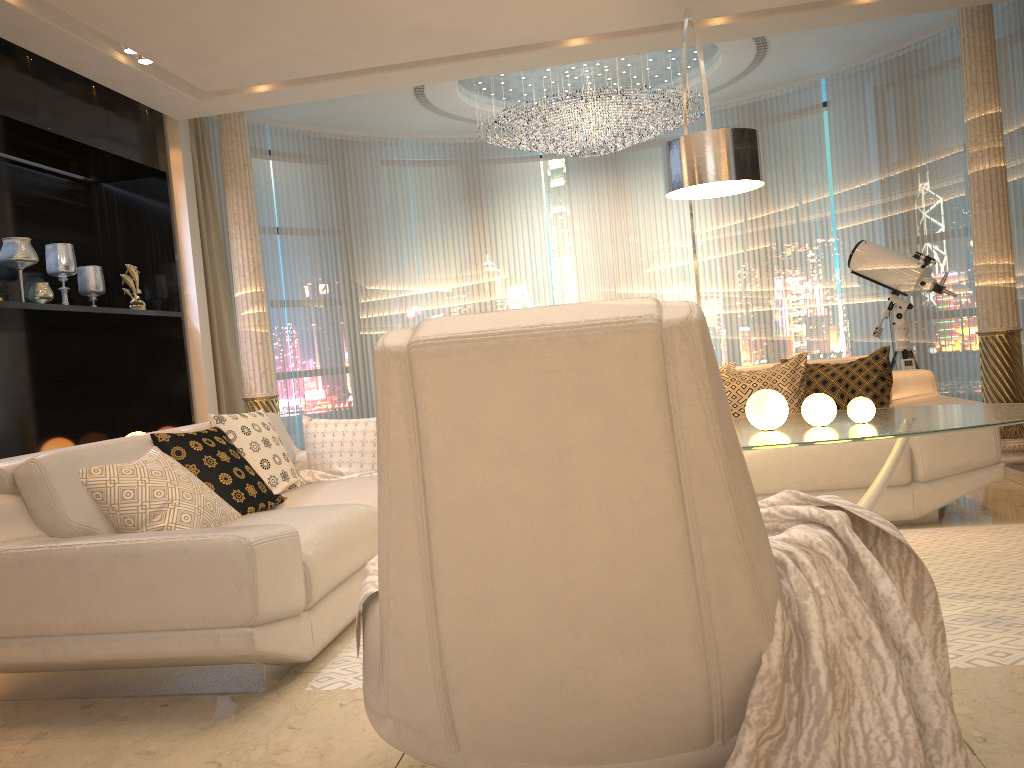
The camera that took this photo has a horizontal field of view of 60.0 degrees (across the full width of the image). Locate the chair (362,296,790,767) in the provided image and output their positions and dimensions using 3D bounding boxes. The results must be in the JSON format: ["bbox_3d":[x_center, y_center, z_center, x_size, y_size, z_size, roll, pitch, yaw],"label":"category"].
[{"bbox_3d":[0.137,0.365,1.659,1.027,0.991,0.983,-5,2,8],"label":"chair"}]

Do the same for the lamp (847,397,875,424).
[{"bbox_3d":[1.196,0.089,3.038,0.090,0.091,0.090,-6,2,-30],"label":"lamp"}]

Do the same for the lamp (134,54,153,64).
[{"bbox_3d":[-1.954,-1.768,4.713,0.107,0.127,0.107,-6,2,-10],"label":"lamp"}]

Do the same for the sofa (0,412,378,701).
[{"bbox_3d":[-1.060,0.533,3.572,1.145,0.754,2.328,-5,2,9],"label":"sofa"}]

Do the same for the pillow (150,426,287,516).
[{"bbox_3d":[-1.134,0.335,3.512,0.323,0.355,0.524,-5,2,10],"label":"pillow"}]

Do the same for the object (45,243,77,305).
[{"bbox_3d":[-2.647,-0.606,5.231,0.156,0.426,0.156,-5,2,14],"label":"object"}]

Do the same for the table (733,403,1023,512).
[{"bbox_3d":[0.868,0.444,3.197,2.140,0.565,0.999,-5,2,8],"label":"table"}]

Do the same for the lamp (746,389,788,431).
[{"bbox_3d":[0.887,0.090,3.087,0.143,0.143,0.143,-5,2,-6],"label":"lamp"}]

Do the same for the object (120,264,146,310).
[{"bbox_3d":[-2.346,-0.589,5.489,0.116,0.293,0.182,-5,2,6],"label":"object"}]

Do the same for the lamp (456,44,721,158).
[{"bbox_3d":[0.629,-2.183,7.112,2.109,0.685,2.109,-7,2,-36],"label":"lamp"}]

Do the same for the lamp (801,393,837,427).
[{"bbox_3d":[1.059,0.089,3.060,0.115,0.115,0.115,-4,2,35],"label":"lamp"}]

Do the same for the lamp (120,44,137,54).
[{"bbox_3d":[-1.970,-1.775,4.584,0.107,0.127,0.107,-6,2,-10],"label":"lamp"}]

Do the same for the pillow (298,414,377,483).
[{"bbox_3d":[-0.809,0.295,4.217,0.521,0.325,0.281,-5,2,19],"label":"pillow"}]

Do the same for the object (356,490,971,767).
[{"bbox_3d":[0.366,0.542,1.686,0.972,0.580,1.347,-7,3,-44],"label":"object"}]

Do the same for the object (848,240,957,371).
[{"bbox_3d":[2.519,-0.228,5.687,0.616,1.471,0.570,-5,2,15],"label":"object"}]

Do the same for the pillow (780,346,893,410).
[{"bbox_3d":[1.621,0.046,4.432,0.575,0.436,0.301,-4,2,40],"label":"pillow"}]

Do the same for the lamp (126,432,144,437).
[{"bbox_3d":[-2.397,0.412,5.687,0.212,0.214,0.213,-6,2,-30],"label":"lamp"}]

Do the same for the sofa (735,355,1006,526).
[{"bbox_3d":[1.067,0.304,4.545,2.328,0.754,1.145,-5,2,9],"label":"sofa"}]

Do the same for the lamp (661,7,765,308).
[{"bbox_3d":[0.970,-0.570,4.405,0.393,2.519,2.009,-5,2,9],"label":"lamp"}]

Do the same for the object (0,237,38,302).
[{"bbox_3d":[-2.622,-0.582,4.731,0.181,0.381,0.181,-5,2,3],"label":"object"}]

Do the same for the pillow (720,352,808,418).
[{"bbox_3d":[1.230,0.079,4.520,0.575,0.436,0.301,-5,2,15],"label":"pillow"}]

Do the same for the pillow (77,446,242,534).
[{"bbox_3d":[-1.191,0.390,3.060,0.351,0.329,0.521,-5,2,9],"label":"pillow"}]

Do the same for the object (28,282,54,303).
[{"bbox_3d":[-2.580,-0.476,4.862,0.119,0.154,0.119,-5,2,19],"label":"object"}]

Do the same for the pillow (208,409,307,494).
[{"bbox_3d":[-1.107,0.303,3.970,0.255,0.399,0.526,-5,2,9],"label":"pillow"}]

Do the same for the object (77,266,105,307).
[{"bbox_3d":[-2.596,-0.564,5.486,0.147,0.317,0.147,-5,2,11],"label":"object"}]

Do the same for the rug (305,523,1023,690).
[{"bbox_3d":[0.918,0.736,3.193,2.900,0.020,1.661,-5,2,9],"label":"rug"}]

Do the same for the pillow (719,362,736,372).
[{"bbox_3d":[0.928,0.108,4.643,0.587,0.429,0.288,-6,2,-16],"label":"pillow"}]

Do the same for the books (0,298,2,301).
[{"bbox_3d":[-2.637,-0.474,4.224,0.260,0.197,0.296,-5,2,12],"label":"books"}]
